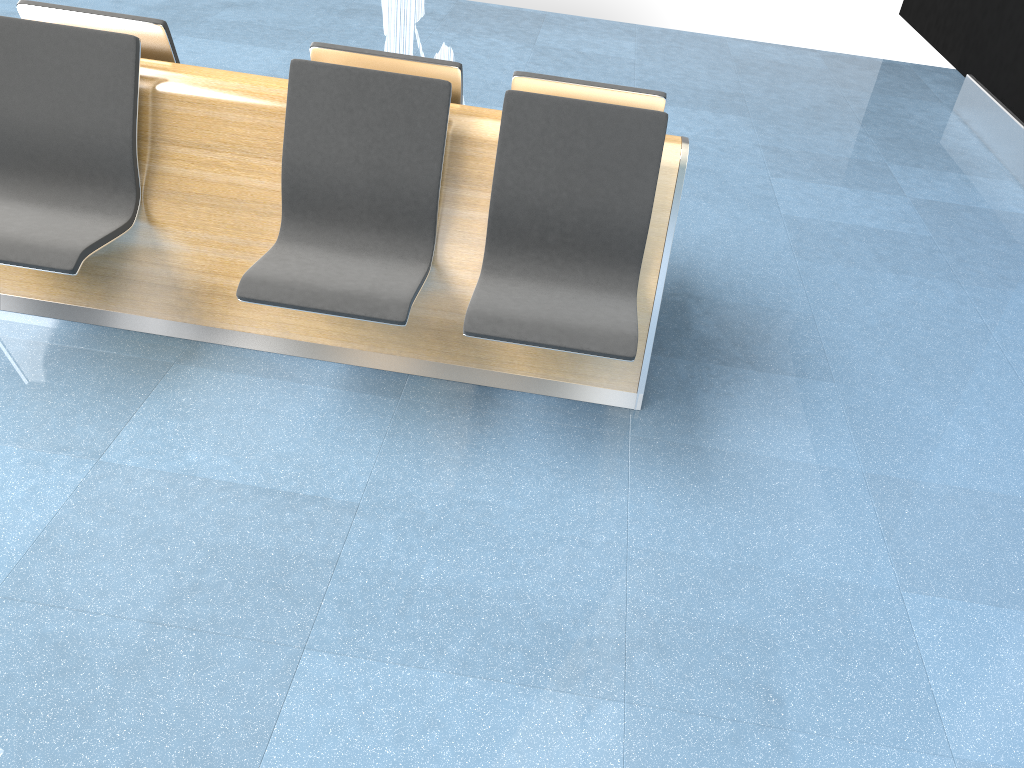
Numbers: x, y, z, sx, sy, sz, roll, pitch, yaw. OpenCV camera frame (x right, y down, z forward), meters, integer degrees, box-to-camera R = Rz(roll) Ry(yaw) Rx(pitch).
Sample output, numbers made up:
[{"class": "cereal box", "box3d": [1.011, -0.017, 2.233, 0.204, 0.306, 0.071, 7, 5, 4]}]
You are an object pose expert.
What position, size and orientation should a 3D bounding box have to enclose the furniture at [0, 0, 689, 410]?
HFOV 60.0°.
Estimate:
[{"class": "furniture", "box3d": [-0.612, -0.660, 2.997, 2.281, 0.896, 1.301, 9, 35, 2]}]
